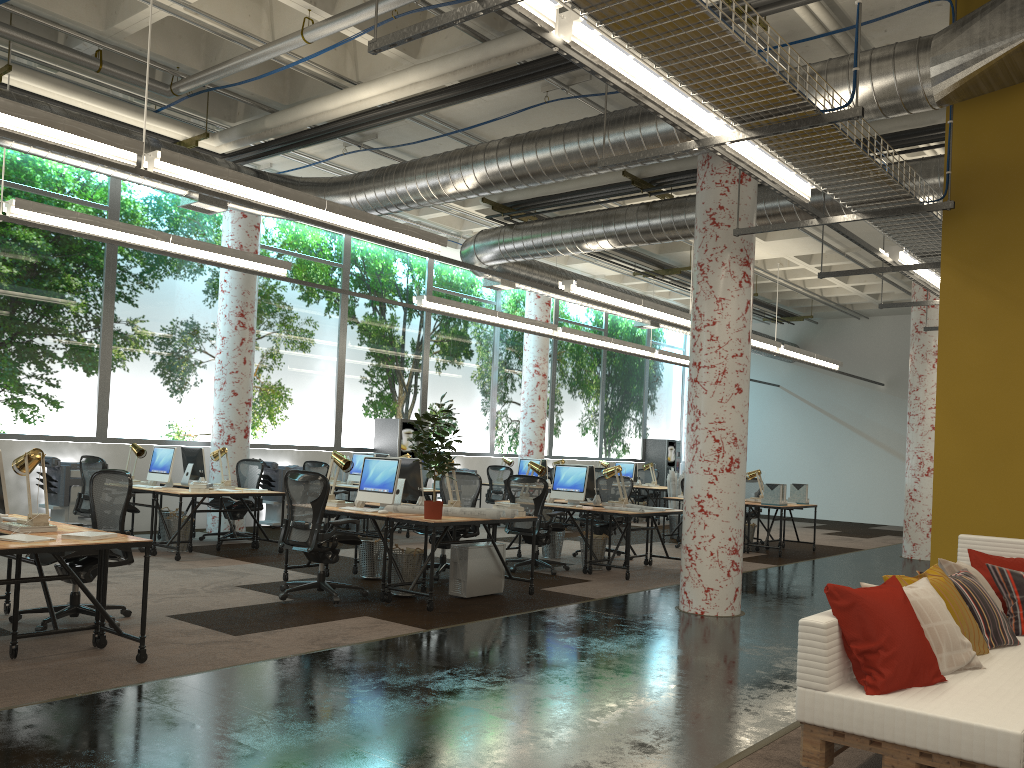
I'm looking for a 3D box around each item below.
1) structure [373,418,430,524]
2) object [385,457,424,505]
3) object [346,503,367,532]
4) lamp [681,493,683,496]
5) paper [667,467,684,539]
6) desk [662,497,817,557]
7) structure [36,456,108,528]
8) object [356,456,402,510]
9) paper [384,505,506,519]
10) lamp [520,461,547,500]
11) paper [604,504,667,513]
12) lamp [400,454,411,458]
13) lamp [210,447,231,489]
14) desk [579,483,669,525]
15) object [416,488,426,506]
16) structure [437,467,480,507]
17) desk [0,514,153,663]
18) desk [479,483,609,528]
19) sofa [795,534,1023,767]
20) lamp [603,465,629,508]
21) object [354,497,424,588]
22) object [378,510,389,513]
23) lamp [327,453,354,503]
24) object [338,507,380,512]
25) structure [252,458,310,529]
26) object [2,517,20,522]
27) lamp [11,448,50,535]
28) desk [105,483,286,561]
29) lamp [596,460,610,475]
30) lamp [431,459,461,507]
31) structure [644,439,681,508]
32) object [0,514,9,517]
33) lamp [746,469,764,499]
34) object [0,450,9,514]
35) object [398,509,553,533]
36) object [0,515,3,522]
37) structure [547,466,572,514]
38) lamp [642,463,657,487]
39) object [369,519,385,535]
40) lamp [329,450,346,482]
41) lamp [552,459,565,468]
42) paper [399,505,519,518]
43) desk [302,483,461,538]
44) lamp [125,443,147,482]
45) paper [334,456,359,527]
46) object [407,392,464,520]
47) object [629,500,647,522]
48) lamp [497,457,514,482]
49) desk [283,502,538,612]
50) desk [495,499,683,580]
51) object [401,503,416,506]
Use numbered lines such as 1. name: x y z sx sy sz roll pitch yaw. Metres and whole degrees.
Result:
1. structure: -1.968 1.532 15.646 0.638 1.808 0.752 1 -2 39
2. object: -1.081 0.968 8.726 0.483 0.484 0.190 0 -3 39
3. object: -2.367 2.054 13.687 0.353 0.434 0.369 3 -3 -15
4. lamp: 2.781 1.602 13.986 0.219 0.610 0.528 4 -3 -31
5. paper: 2.801 1.998 14.898 0.440 1.196 0.413 2 -2 17
6. desk: 3.527 2.183 13.770 1.940 0.723 1.404 -1 -5 39
7. structure: -5.551 1.413 11.223 0.503 1.056 1.060 1 -3 39
8. object: -1.209 0.919 8.151 0.483 0.484 0.190 0 -3 39
9. paper: -0.614 1.120 7.804 1.133 0.082 0.083 2 -3 14
10. lamp: 0.210 1.257 10.958 0.209 0.610 0.528 4 -3 -31
11. paper: 1.418 1.435 10.228 0.567 0.061 0.627 -1 -5 36
12. lamp: -1.556 1.345 13.198 0.219 0.610 0.528 4 -3 -31
13. lamp: -3.522 1.072 10.768 0.209 0.610 0.528 4 -3 -31
14. desk: 2.609 2.510 18.686 1.940 0.723 1.404 -1 -5 39
15. object: -0.862 1.096 8.464 0.101 0.209 0.101 3 -2 -6
16. structure: -1.017 2.042 16.838 0.503 1.056 1.060 1 -3 39
17. desk: -3.321 1.234 5.298 1.940 0.723 1.404 -1 -5 39
18. desk: 0.570 2.227 16.161 1.940 0.723 1.404 -1 -5 39
19. sofa: 2.823 1.310 4.064 2.017 0.930 2.862 0 -5 39
20. lamp: 1.323 1.302 10.871 0.209 0.610 0.528 4 -3 -31
21. object: -1.149 1.425 8.191 0.848 0.932 0.105 1 -2 34
22. object: -1.129 1.121 7.777 0.059 0.029 0.106 0 -5 40
23. lamp: -1.708 0.962 8.479 0.219 0.610 0.528 4 -3 -31
24. object: -1.379 1.132 7.989 0.439 0.017 0.119 -1 -5 39
25. structure: -3.520 1.695 13.741 0.503 1.056 1.060 1 -3 39
26. object: -3.291 0.911 5.914 0.439 0.017 0.119 -1 -5 39
27. lamp: -2.945 0.698 5.433 0.219 0.610 0.528 4 -3 -31
28. desk: -3.894 1.609 10.636 1.940 0.723 1.404 -1 -5 39
29. lamp: 1.864 1.929 18.902 0.219 0.610 0.528 4 -3 -31
30. lamp: -0.590 1.007 8.394 0.209 0.610 0.528 4 -3 -31
31. structure: 3.892 2.344 22.900 0.638 1.808 0.752 1 -2 39
32. object: -3.541 0.908 6.126 0.059 0.029 0.106 0 -5 40
33. lamp: 3.903 1.647 13.904 0.219 0.610 0.528 4 -3 -31
34. object: -3.440 0.659 5.762 0.483 0.484 0.190 0 -3 39
35. object: -0.567 2.224 14.842 3.417 0.436 0.366 6 -4 -41
36. object: -3.221 0.788 5.500 0.101 0.209 0.101 3 -2 -6
37. structure: 1.022 2.325 19.363 0.503 1.056 1.060 1 -3 39
38. lamp: 2.985 1.974 18.820 0.219 0.610 0.528 4 -3 -31
39. object: -1.933 2.004 12.761 0.358 0.434 0.354 1 -3 35
40. lamp: -2.674 1.300 13.282 0.209 0.610 0.528 4 -3 -31
41. lamp: 0.946 1.691 16.295 0.219 0.610 0.528 4 -3 -31
42. paper: -0.508 1.135 7.933 1.134 0.082 0.083 2 -3 4
43. desk: -1.932 1.881 13.064 1.940 0.723 1.404 -1 -5 39
44. lamp: -4.639 1.028 10.852 0.219 0.610 0.528 4 -3 -31
45. paper: -2.658 1.695 14.192 0.440 1.196 0.413 2 -2 17
46. object: -0.664 0.594 7.438 0.513 1.076 0.439 2 -2 30
47. object: 2.608 2.633 18.383 0.358 0.434 0.354 1 -3 35
48. lamp: -0.176 1.646 16.377 0.219 0.610 0.528 4 -3 -31
49. desk: -0.962 1.543 8.263 1.940 0.723 1.404 -1 -5 39
50. desk: 0.952 1.838 10.739 1.940 0.723 1.404 -1 -5 39
51. object: -0.932 1.219 8.878 0.439 0.017 0.119 -1 -5 39
